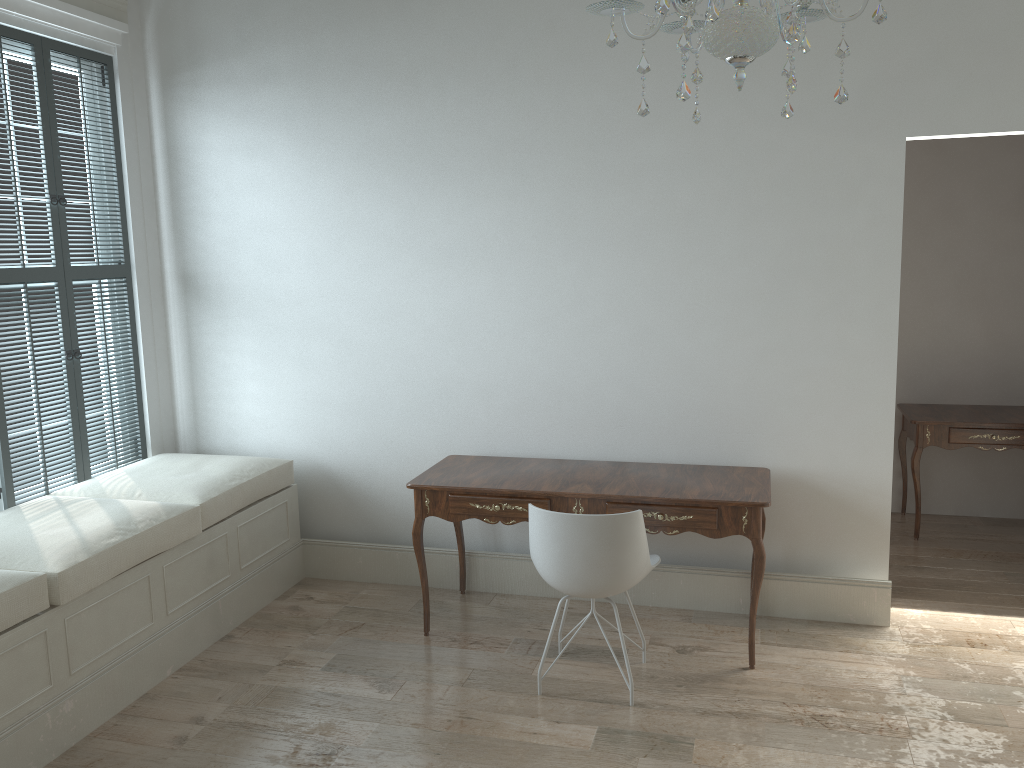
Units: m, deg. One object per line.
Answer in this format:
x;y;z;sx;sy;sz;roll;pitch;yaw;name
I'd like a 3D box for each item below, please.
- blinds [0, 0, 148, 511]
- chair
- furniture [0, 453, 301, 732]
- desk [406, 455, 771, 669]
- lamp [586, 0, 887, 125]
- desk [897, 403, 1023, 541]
-2.284;-0.379;2.949;0.141;2.238;3.076;1;9;16;blinds
0.302;0.756;3.289;0.478;0.715;0.514;1;9;15;chair
-1.850;0.782;2.990;0.837;0.459;3.150;1;9;16;furniture
0.333;0.712;3.736;1.443;0.668;0.555;1;9;16;desk
0.445;-1.828;1.669;0.577;2.542;0.648;-4;9;-14;lamp
2.564;0.490;4.863;0.800;0.668;0.555;1;9;16;desk
